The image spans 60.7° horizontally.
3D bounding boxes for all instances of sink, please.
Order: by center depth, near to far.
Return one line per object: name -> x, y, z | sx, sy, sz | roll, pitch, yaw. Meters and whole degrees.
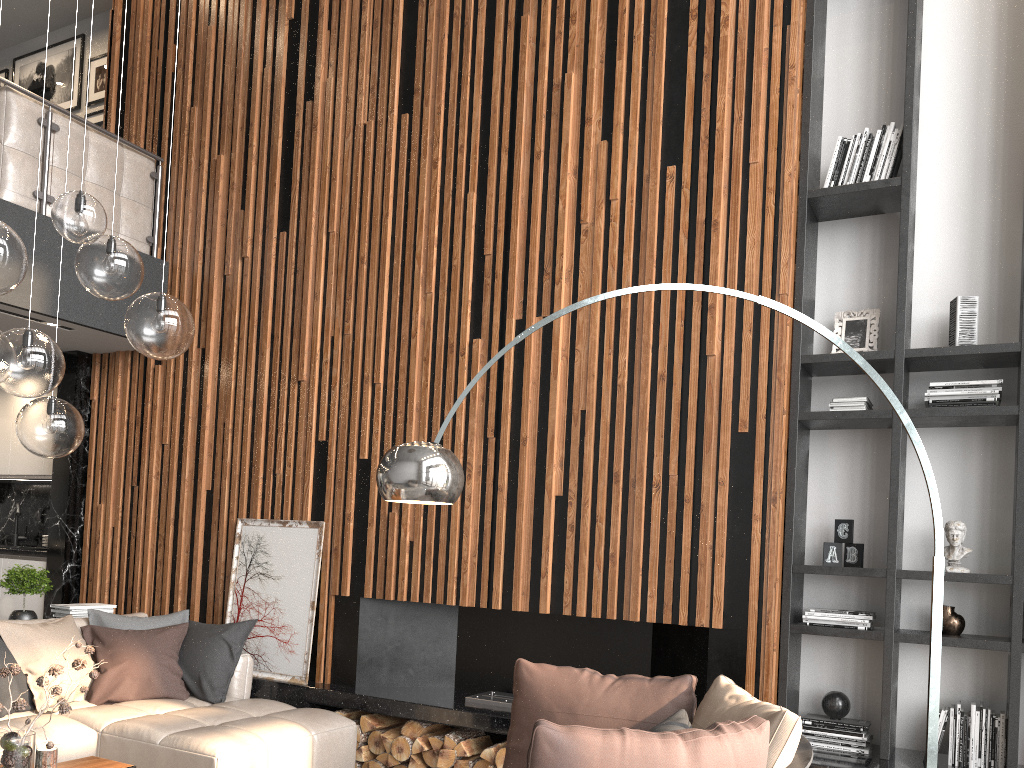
sink -> -4.303, 1.259, 7.347 | 1.111, 0.543, 0.505 | -2, -7, 28

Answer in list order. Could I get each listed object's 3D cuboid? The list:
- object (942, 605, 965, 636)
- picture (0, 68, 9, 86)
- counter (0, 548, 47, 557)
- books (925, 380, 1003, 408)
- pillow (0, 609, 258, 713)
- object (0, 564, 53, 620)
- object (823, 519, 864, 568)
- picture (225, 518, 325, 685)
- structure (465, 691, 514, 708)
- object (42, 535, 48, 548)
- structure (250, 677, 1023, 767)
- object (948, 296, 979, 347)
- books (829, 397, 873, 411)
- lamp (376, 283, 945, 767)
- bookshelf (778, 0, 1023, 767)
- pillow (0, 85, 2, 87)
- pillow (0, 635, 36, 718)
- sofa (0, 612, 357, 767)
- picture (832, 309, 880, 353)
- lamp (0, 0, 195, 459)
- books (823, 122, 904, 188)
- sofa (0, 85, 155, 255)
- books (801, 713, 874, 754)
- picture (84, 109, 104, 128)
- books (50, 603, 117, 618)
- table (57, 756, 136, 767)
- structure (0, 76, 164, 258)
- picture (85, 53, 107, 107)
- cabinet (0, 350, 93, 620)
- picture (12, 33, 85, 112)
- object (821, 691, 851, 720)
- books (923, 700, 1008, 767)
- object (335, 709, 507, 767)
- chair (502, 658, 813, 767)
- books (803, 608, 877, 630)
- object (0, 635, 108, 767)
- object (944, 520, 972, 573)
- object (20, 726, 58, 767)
object -> 2.046, 1.099, 4.083 | 0.103, 0.141, 0.101 | 5, -5, -24
picture -> -5.054, -2.394, 8.264 | 0.871, 0.985, 0.025 | 0, -3, 28
counter -> -4.822, 1.408, 7.602 | 3.454, 0.040, 0.620 | -3, -12, 28
books -> 2.099, 0.070, 4.076 | 0.322, 0.127, 0.222 | -2, -10, 28
pillow -> -2.219, 1.601, 5.056 | 1.394, 0.542, 0.766 | 9, -9, -31
object -> -2.950, 1.291, 5.293 | 0.310, 0.405, 0.274 | 4, -5, -11
object -> 1.633, 0.784, 4.308 | 0.188, 0.233, 0.060 | 0, -3, 26
picture -> -1.515, 1.352, 5.522 | 0.728, 0.990, 0.102 | 0, -3, 28
structure -> 0.115, 1.829, 4.962 | 0.710, 0.102, 0.304 | -3, -11, 28
object -> -3.628, 1.252, 7.081 | 0.304, 0.193, 0.305 | -2, -9, 31
structure -> -0.310, 2.060, 5.105 | 6.526, 0.454, 0.677 | -3, -10, 28
object -> 2.112, -0.269, 4.093 | 0.104, 0.257, 0.105 | 2, -3, 8
books -> 1.673, 0.122, 4.314 | 0.175, 0.071, 0.332 | -2, -11, 27
lamp -> 0.497, 0.788, 3.112 | 2.031, 2.317, 0.322 | 2, -2, 5
bookshelf -> 2.133, -0.887, 4.119 | 1.456, 5.272, 0.340 | 2, -2, 28
pillow -> -3.495, -1.551, 6.092 | 0.766, 0.541, 1.395 | 7, -10, -31
pillow -> -2.965, 1.336, 3.884 | 0.542, 0.492, 1.973 | -1, -11, 27
sofa -> -2.372, 1.565, 3.983 | 1.874, 0.809, 3.297 | -2, -11, 28
picture -> 1.718, -0.241, 4.369 | 0.216, 0.269, 0.115 | 0, -4, 29
lamp -> -1.568, -2.254, 3.070 | 1.229, 4.956, 1.241 | 2, -2, 25
books -> 1.740, -1.082, 4.317 | 0.367, 0.297, 0.188 | -1, -5, 28
sofa -> -4.032, -1.401, 5.799 | 2.285, 0.773, 2.314 | -2, -11, 28
books -> 1.582, 1.702, 4.281 | 0.338, 0.126, 0.222 | -2, -10, 28
picture -> -3.387, -2.000, 7.342 | 0.645, 0.638, 0.025 | -1, -3, 28
books -> -2.742, 1.488, 5.598 | 0.199, 0.148, 0.338 | -1, -10, 29
table -> -1.776, 1.631, 2.940 | 0.896, 0.351, 1.476 | -2, -11, 28
structure -> -4.947, -1.554, 5.147 | 3.373, 0.732, 4.291 | -3, -12, 28
picture -> -3.419, -2.595, 7.394 | 0.504, 0.407, 0.025 | -1, -3, 28
cabinet -> -5.631, 0.639, 6.360 | 6.197, 3.216, 3.673 | -2, -8, 28
picture -> -4.146, -2.678, 7.788 | 0.990, 0.650, 0.025 | -1, -3, 28
object -> 1.585, 1.573, 4.282 | 0.134, 0.131, 0.137 | 2, -6, 8
books -> 2.075, 1.599, 4.009 | 0.332, 0.285, 0.176 | -1, -5, 28
object -> 0.653, 2.036, 4.387 | 4.036, 0.387, 0.442 | -3, -9, 29
chair -> 0.220, 1.463, 2.969 | 1.493, 0.890, 1.453 | 9, -10, -34
books -> 1.598, 1.145, 4.274 | 0.322, 0.077, 0.222 | -3, -11, 28
object -> -1.667, 1.196, 3.122 | 0.317, 0.597, 0.549 | 3, -6, -1
object -> 2.056, 0.756, 4.066 | 0.137, 0.242, 0.139 | 4, -4, -21
object -> -1.856, 1.437, 3.418 | 0.077, 0.209, 0.155 | 1, -5, 39
